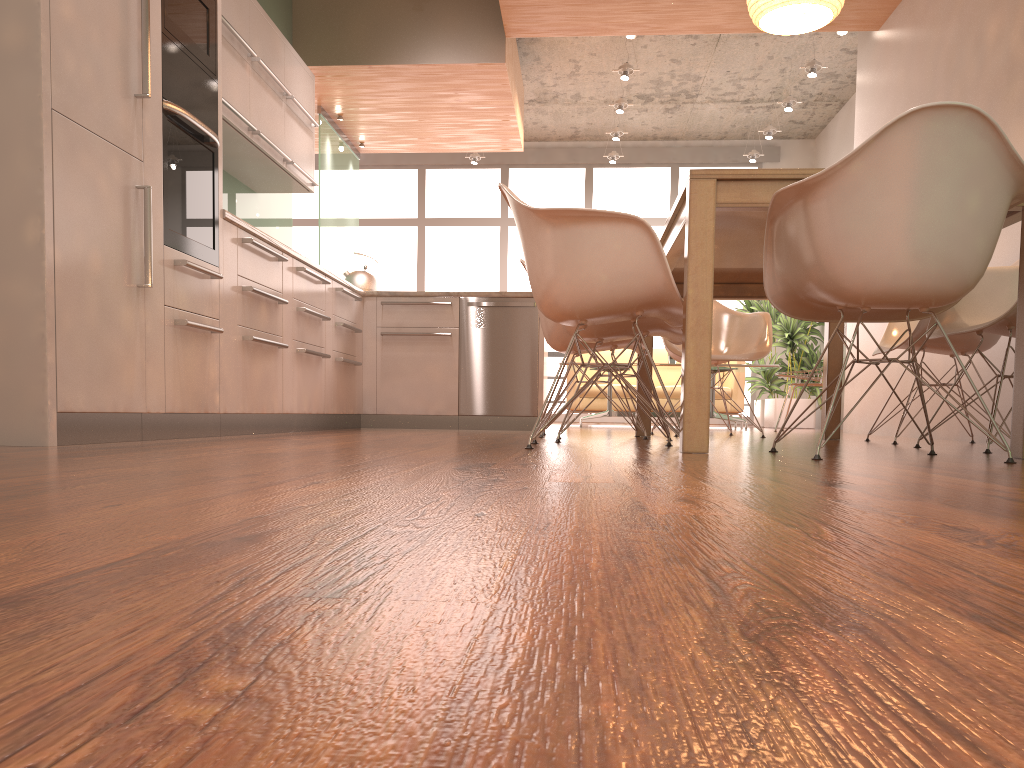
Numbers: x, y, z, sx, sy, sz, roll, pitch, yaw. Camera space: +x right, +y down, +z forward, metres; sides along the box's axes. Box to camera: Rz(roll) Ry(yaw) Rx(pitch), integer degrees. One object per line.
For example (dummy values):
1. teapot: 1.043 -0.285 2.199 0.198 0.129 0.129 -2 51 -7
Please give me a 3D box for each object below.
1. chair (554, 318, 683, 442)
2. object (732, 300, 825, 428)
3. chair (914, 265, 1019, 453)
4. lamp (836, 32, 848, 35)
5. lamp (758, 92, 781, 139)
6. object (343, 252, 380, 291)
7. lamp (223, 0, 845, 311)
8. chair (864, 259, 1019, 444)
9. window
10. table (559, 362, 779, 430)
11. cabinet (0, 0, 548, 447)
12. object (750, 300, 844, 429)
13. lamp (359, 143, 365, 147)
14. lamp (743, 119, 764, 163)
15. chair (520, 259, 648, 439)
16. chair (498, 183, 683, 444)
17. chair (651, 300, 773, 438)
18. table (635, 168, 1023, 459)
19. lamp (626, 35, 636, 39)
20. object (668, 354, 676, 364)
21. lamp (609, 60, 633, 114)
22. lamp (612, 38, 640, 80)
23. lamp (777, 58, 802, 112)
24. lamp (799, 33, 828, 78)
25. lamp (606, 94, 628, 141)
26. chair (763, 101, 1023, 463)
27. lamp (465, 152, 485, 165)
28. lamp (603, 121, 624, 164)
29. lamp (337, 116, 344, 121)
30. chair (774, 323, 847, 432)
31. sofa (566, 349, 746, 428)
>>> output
1. chair: 0.393 -0.195 3.612 0.642 0.865 0.682 1 1 -1
2. object: 3.014 -0.560 9.899 1.082 2.116 0.961 2 3 22
3. chair: 1.870 -0.189 3.150 0.642 0.865 0.682 1 1 -6
4. lamp: 0.764 -1.488 2.855 0.446 3.411 8.188 2 -1 22
5. lamp: 2.601 -2.716 8.885 0.198 0.485 0.133 -1 4 -28
6. object: -1.045 -0.750 6.097 0.262 0.307 0.261 1 1 21
7. lamp: -0.138 -1.266 4.905 3.217 1.353 3.059 1 -1 4
8. chair: 1.999 -0.158 4.018 0.643 0.865 0.681 1 1 4
9. window: -1.124 -1.205 10.869 8.563 3.299 0.062 1 4 4
10. table: 1.370 0.121 8.059 1.871 0.562 0.937 1 -1 4
11. cabinet: -0.837 -0.897 4.386 1.915 2.284 4.233 1 -1 4
12. object: 2.980 -0.584 9.225 0.968 2.116 1.074 2 3 17
13. lamp: -1.400 -2.455 8.259 0.102 0.473 0.152 -1 3 -23
14. lamp: 2.660 -2.687 9.701 0.198 0.485 0.133 -1 4 -28
15. chair: 0.353 -0.172 4.323 0.642 0.865 0.682 1 1 -1
16. chair: 0.269 -0.227 2.928 0.642 0.853 0.682 1 1 -1
17. chair: 1.100 -0.137 5.011 0.683 0.865 0.641 1 2 -11
18. table: 1.088 -0.164 3.534 1.026 0.812 2.067 1 -1 4
19. lamp: 0.896 -2.821 6.557 0.198 0.485 0.133 -1 4 -28
20. object: 1.461 -0.457 7.988 0.298 0.592 0.369 1 2 -1
21. lamp: 1.015 -2.763 8.189 0.198 0.485 0.133 -1 4 -28
22. lamp: 0.955 -2.792 7.373 0.198 0.485 0.133 -1 4 -28
23. lamp: 2.542 -2.745 8.069 0.198 0.485 0.133 -1 4 -28
24. lamp: 2.482 -2.774 7.253 0.198 0.485 0.133 -1 4 -28
25. lamp: 1.074 -2.734 9.005 0.198 0.485 0.133 -1 4 -28
26. chair: 1.042 -0.226 2.434 0.684 0.865 0.640 1 2 -1
27. lamp: -0.414 -2.724 9.942 0.198 0.485 0.133 -1 4 -28
28. lamp: 1.133 -2.705 9.821 0.198 0.485 0.133 -1 4 -28
29. lamp: -1.455 -2.482 7.501 0.102 0.473 0.152 -1 3 -23
30. chair: 2.419 -0.065 7.103 0.561 0.905 0.540 2 2 24
31. sofa: 1.475 0.028 9.323 1.802 0.842 0.876 1 1 4
